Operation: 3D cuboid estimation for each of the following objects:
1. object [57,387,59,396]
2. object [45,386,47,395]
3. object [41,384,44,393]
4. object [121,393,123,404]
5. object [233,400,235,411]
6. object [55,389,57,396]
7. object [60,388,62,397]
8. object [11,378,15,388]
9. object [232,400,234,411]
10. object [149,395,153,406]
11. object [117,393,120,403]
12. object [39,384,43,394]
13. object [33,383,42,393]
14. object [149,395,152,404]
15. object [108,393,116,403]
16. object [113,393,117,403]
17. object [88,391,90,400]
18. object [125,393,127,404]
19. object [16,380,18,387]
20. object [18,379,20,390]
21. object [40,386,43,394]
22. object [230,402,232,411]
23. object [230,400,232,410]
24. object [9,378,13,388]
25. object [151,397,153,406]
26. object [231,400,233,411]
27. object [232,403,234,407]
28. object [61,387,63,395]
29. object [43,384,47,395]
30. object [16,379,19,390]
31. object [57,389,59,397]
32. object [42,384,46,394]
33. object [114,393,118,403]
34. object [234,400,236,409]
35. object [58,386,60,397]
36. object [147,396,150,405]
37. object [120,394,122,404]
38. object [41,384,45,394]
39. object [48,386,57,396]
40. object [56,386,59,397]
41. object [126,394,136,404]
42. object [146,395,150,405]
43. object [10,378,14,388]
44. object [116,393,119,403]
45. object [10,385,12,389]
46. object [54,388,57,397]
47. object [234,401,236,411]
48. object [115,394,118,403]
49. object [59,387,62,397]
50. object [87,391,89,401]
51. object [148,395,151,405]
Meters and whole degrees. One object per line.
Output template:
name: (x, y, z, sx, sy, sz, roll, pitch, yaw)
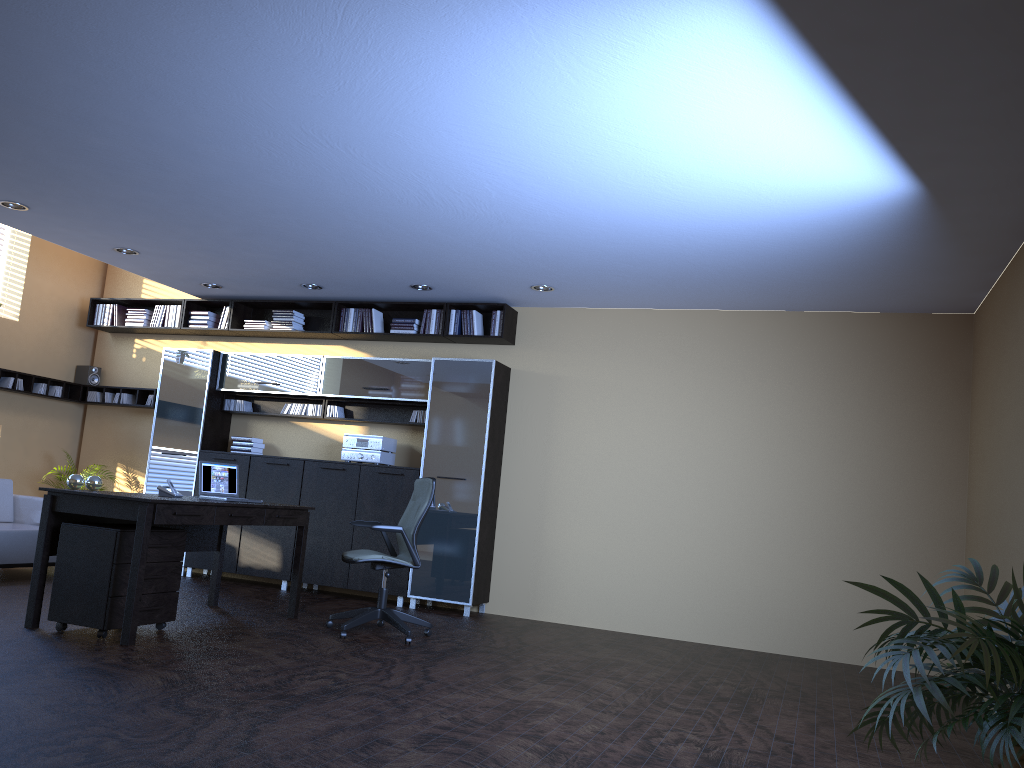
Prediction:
object: (-5.185, 0.082, 10.025, 0.142, 0.120, 0.009, 3, -7, 19)
object: (-5.245, 0.057, 9.877, 0.142, 0.120, 0.009, 3, -7, 19)
object: (-5.257, 0.049, 9.827, 0.140, 0.117, 0.026, 3, -7, 20)
object: (-4.429, 0.175, 10.185, 0.009, 0.120, 0.142, 3, -7, 20)
object: (-2.990, 0.242, 9.672, 0.009, 0.120, 0.142, 3, -7, 20)
object: (-5.198, 0.079, 10.008, 0.140, 0.118, 0.006, 3, -7, 20)
object: (-5.170, 0.089, 10.063, 0.142, 0.120, 0.009, 3, -7, 20)
object: (-5.390, -0.011, 9.475, 0.142, 0.119, 0.030, 3, -7, 19)
object: (-3.001, 0.240, 9.669, 0.006, 0.118, 0.140, 3, -7, 20)
object: (-4.042, 0.193, 10.047, 0.030, 0.119, 0.142, 3, -7, 20)
object: (-4.481, 0.173, 10.203, 0.030, 0.119, 0.142, 3, -7, 20)
object: (-5.266, 0.047, 9.820, 0.142, 0.119, 0.030, 3, -7, 19)
object: (-5.270, 0.046, 9.805, 0.142, 0.118, 0.040, 3, -7, 19)
object: (-4.052, 0.193, 10.050, 0.030, 0.119, 0.142, 3, -7, 20)
object: (-4.615, 0.168, 10.251, 0.040, 0.118, 0.142, 3, -7, 20)
object: (-4.524, 0.172, 10.219, 0.040, 0.118, 0.142, 3, -7, 20)
object: (-4.886, 0.154, 10.348, 0.009, 0.120, 0.142, 3, -7, 20)
object: (-4.381, 0.178, 10.168, 0.030, 0.119, 0.142, 3, -7, 20)
object: (-5.368, -0.004, 9.515, 0.140, 0.118, 0.006, 3, -7, 19)
object: (-5.358, 0.001, 9.543, 0.142, 0.119, 0.030, 3, -7, 20)
object: (-5.260, 0.049, 9.829, 0.142, 0.119, 0.030, 3, -7, 19)
object: (-3.019, 0.240, 9.679, 0.009, 0.120, 0.142, 3, -7, 20)
object: (-3.029, 0.239, 9.681, 0.009, 0.120, 0.142, 3, -7, 20)
object: (-5.393, -0.014, 9.454, 0.142, 0.119, 0.030, 3, -7, 20)
object: (-4.022, 0.194, 10.040, 0.009, 0.120, 0.142, 3, -7, 20)
object: (-3.010, 0.240, 9.673, 0.006, 0.118, 0.140, 3, -7, 20)
object: (-3.001, 0.240, 9.671, 0.009, 0.120, 0.142, 3, -7, 20)
object: (-5.174, 0.090, 10.075, 0.142, 0.120, 0.009, 3, -7, 19)
object: (-5.245, 0.055, 9.867, 0.142, 0.120, 0.009, 3, -7, 20)
object: (-5.366, -0.002, 9.524, 0.142, 0.120, 0.009, 3, -7, 20)
object: (-5.183, 0.082, 10.024, 0.140, 0.118, 0.006, 3, -7, 19)
object: (-5.249, 0.053, 9.846, 0.142, 0.119, 0.030, 3, -7, 20)
object: (-4.510, 0.172, 10.214, 0.030, 0.119, 0.142, 3, -7, 20)
object: (-2.981, 0.242, 9.667, 0.009, 0.120, 0.142, 3, -7, 20)
object: (-5.182, 0.084, 10.035, 0.142, 0.120, 0.009, 3, -7, 20)
object: (-4.071, 0.192, 10.057, 0.030, 0.119, 0.142, 3, -7, 20)
object: (-4.439, 0.175, 10.188, 0.009, 0.120, 0.142, 3, -7, 20)
object: (-5.255, 0.051, 9.838, 0.142, 0.119, 0.030, 3, -7, 19)
object: (-5.202, 0.076, 9.984, 0.142, 0.118, 0.040, 3, -7, 19)
object: (-5.190, 0.081, 10.016, 0.142, 0.120, 0.009, 3, -7, 19)
object: (-4.366, 0.179, 10.162, 0.040, 0.118, 0.142, 3, -7, 20)
object: (-4.085, 0.192, 10.062, 0.040, 0.118, 0.142, 3, -7, 20)
object: (-5.392, -0.013, 9.464, 0.140, 0.117, 0.026, 3, -7, 20)
object: (-4.491, 0.173, 10.207, 0.030, 0.119, 0.142, 3, -7, 20)
object: (-5.393, -0.012, 9.465, 0.142, 0.119, 0.030, 3, -7, 19)
object: (-5.199, 0.079, 10.009, 0.142, 0.120, 0.009, 3, -7, 19)
object: (-2.972, 0.242, 9.661, 0.009, 0.120, 0.142, 3, -7, 19)
object: (-4.501, 0.172, 10.210, 0.030, 0.119, 0.142, 3, -7, 20)
object: (-5.174, 0.087, 10.054, 0.142, 0.120, 0.009, 3, -7, 19)
object: (-4.896, 0.154, 10.352, 0.009, 0.120, 0.142, 3, -7, 20)
object: (-4.061, 0.192, 10.054, 0.030, 0.119, 0.142, 3, -7, 20)
